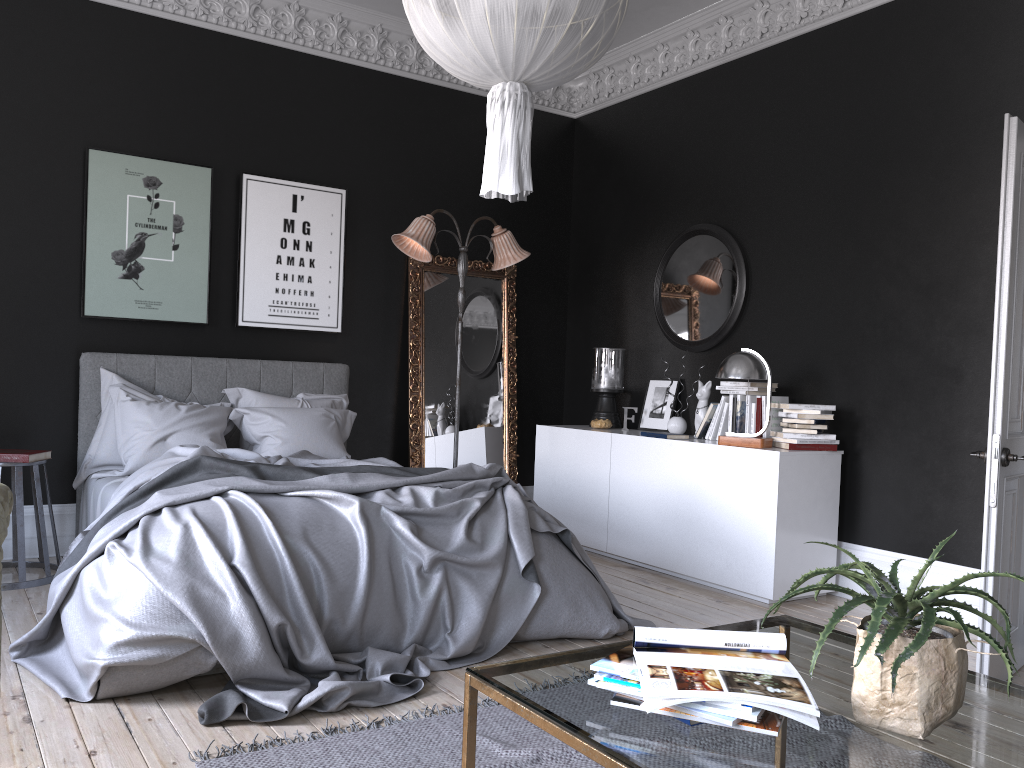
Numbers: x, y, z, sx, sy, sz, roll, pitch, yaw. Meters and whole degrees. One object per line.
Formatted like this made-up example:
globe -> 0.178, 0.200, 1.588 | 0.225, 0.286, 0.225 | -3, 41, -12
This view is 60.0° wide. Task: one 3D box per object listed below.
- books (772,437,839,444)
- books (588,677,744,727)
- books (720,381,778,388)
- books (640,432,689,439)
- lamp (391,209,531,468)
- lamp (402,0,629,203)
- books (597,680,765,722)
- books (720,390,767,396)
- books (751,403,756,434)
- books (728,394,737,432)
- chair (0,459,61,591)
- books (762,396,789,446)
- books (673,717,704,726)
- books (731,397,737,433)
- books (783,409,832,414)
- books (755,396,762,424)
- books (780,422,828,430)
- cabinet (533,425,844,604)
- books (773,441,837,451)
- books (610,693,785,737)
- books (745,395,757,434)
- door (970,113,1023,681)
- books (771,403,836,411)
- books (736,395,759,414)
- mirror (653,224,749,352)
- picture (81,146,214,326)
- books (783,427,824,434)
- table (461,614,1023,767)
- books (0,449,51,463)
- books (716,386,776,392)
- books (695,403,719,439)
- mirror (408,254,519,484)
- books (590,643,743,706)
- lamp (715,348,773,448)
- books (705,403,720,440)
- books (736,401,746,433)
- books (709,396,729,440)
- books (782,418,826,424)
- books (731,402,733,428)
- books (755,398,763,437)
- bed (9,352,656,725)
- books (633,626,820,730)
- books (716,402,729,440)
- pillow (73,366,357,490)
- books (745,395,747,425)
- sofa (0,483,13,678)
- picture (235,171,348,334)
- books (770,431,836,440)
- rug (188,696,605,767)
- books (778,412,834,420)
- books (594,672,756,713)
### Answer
books -> 1.752, 0.338, 5.304 | 0.319, 0.025, 0.228 | 2, 0, -23
books -> 0.359, 0.624, 1.830 | 0.318, 0.011, 0.252 | 2, 0, 38
books -> 1.534, 0.004, 5.744 | 0.220, 0.030, 0.306 | 2, 0, -23
books -> 1.020, 0.342, 5.916 | 0.193, 0.030, 0.289 | 2, 0, -27
lamp -> -0.388, -0.029, 6.428 | 0.986, 2.412, 0.772 | 2, 1, 0
lamp -> 0.022, -1.661, 3.054 | 0.782, 2.049, 0.783 | 2, 1, 10
books -> 0.370, 0.614, 1.818 | 0.318, 0.011, 0.252 | 2, 0, 28
books -> 1.507, 0.056, 5.735 | 0.195, 0.026, 0.258 | 2, 0, -23
books -> 1.585, 0.252, 5.609 | 0.195, 0.259, 0.026 | 2, 1, -33
books -> 1.501, 0.224, 5.787 | 0.221, 0.307, 0.030 | 2, 1, -33
chair -> -2.844, 0.759, 4.975 | 0.613, 0.673, 0.613 | 2, 1, 11
books -> 1.643, 0.231, 5.519 | 0.220, 0.308, 0.050 | 2, 1, -33
books -> 0.349, 0.651, 1.852 | 0.162, 0.023, 0.231 | 2, 0, -33
books -> 1.491, 0.232, 5.708 | 0.193, 0.289, 0.030 | 2, 1, -33
books -> 1.781, 0.164, 5.342 | 0.220, 0.024, 0.307 | 2, 0, 32
books -> 1.623, 0.230, 5.599 | 0.221, 0.307, 0.030 | 2, 1, -33
books -> 1.756, 0.250, 5.346 | 0.193, 0.030, 0.289 | 2, 0, -2
cabinet -> 1.068, 0.800, 6.142 | 0.570, 0.882, 2.395 | 2, 1, -33
books -> 1.747, 0.369, 5.295 | 0.295, 0.038, 0.234 | 2, 0, -6
books -> 0.390, 0.636, 1.800 | 0.318, 0.011, 0.252 | 2, 0, 23
books -> 1.569, 0.227, 5.632 | 0.220, 0.307, 0.024 | 2, 1, -33
door -> 2.335, 0.108, 3.989 | 0.216, 2.375, 1.098 | 4, 2, 44
books -> 1.744, 0.136, 5.325 | 0.306, 0.030, 0.220 | 2, 0, -13
books -> 1.526, 0.225, 5.698 | 0.220, 0.307, 0.024 | 2, 1, -33
mirror -> 1.336, -0.692, 6.406 | 0.061, 0.925, 0.923 | 1, 1, -33
picture -> -2.376, -0.949, 5.817 | 0.792, 1.079, 0.014 | 2, 1, -33
books -> 1.752, 0.279, 5.338 | 0.203, 0.029, 0.268 | 2, 0, 27
table -> 0.734, 0.960, 1.724 | 1.093, 0.558, 1.448 | 2, 0, -33
books -> -2.820, 0.401, 4.972 | 0.346, 0.045, 0.275 | 2, 0, -3
books -> 1.511, 0.031, 5.728 | 0.220, 0.024, 0.307 | 2, 0, -43
books -> 1.353, 0.247, 5.909 | 0.203, 0.246, 0.158 | 2, 1, -33
mirror -> -0.371, 0.085, 7.080 | 0.991, 2.193, 0.254 | 1, 2, -33
books -> 0.363, 0.592, 1.844 | 0.318, 0.011, 0.252 | 2, 0, 33
lamp -> 1.398, 0.079, 5.356 | 0.340, 0.591, 0.328 | 3, 1, 37
books -> 1.401, 0.251, 5.891 | 0.195, 0.245, 0.132 | 2, 1, -33
books -> 1.506, 0.245, 5.655 | 0.204, 0.270, 0.029 | 2, 1, -33
books -> 1.426, 0.226, 5.849 | 0.220, 0.296, 0.126 | 2, 1, -33
books -> 1.756, 0.220, 5.331 | 0.193, 0.030, 0.289 | 2, 0, 31
books -> 1.496, 0.248, 5.745 | 0.195, 0.259, 0.026 | 2, 1, -33
books -> 1.621, 0.235, 5.556 | 0.235, 0.295, 0.038 | 2, 1, -33
bed -> -1.244, 0.506, 4.770 | 2.766, 1.299, 3.281 | 2, 1, -45
books -> 0.415, 0.581, 1.781 | 0.322, 0.109, 0.273 | 2, 0, 2
books -> 1.445, 0.247, 5.823 | 0.195, 0.256, 0.091 | 2, 1, -33
pillow -> -1.796, 0.295, 5.727 | 1.830, 0.760, 0.680 | 2, 1, -33
books -> 1.577, 0.228, 5.669 | 0.221, 0.307, 0.030 | 2, 1, -33
sofa -> -1.152, 0.621, 0.617 | 1.606, 1.161, 2.811 | 2, 1, -32
picture -> -1.564, -0.919, 6.348 | 0.792, 1.079, 0.014 | 2, 1, -33
books -> 1.745, 0.308, 5.331 | 0.318, 0.031, 0.229 | 2, 0, -3
rug -> 0.825, 1.229, 1.853 | 2.106, 0.050, 3.642 | 2, 0, -33
books -> 1.764, 0.190, 5.329 | 0.220, 0.030, 0.306 | 2, 0, -3
books -> 0.366, 0.603, 1.836 | 0.318, 0.011, 0.252 | 2, 0, 28
